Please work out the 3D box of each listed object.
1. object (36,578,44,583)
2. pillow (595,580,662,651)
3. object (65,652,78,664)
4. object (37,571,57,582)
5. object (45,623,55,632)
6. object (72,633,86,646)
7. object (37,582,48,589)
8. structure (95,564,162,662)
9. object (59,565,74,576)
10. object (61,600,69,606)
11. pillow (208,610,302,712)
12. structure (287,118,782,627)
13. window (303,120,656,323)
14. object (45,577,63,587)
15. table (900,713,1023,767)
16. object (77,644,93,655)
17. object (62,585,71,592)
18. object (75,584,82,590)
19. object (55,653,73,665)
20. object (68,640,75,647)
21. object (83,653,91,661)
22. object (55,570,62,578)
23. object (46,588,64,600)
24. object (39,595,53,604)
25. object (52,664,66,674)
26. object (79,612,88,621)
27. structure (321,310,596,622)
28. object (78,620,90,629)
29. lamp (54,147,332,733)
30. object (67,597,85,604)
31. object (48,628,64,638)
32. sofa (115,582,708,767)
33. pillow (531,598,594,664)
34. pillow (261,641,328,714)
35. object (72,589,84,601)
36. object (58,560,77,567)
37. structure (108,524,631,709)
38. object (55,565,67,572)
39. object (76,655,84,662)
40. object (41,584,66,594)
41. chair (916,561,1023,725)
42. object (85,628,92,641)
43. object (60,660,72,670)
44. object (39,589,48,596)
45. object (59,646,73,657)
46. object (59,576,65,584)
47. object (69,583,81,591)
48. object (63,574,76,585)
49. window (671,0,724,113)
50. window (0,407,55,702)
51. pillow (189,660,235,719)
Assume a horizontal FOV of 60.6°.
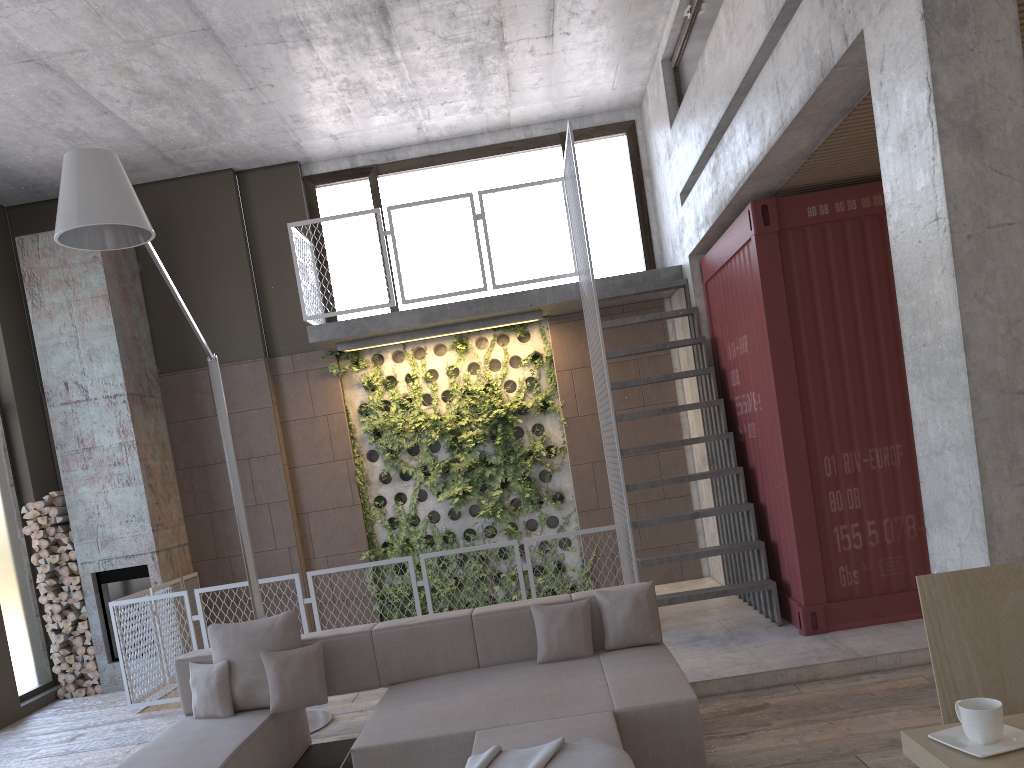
[{"bbox_3d":[-4.698,1.959,8.937,0.067,0.071,0.423,-9,-4,2],"label":"object"},{"bbox_3d":[0.695,1.382,5.227,0.363,0.368,0.186,-9,2,7],"label":"pillow"},{"bbox_3d":[-4.396,2.766,8.973,0.093,0.084,0.479,-9,-4,2],"label":"object"},{"bbox_3d":[-4.642,1.928,8.904,0.091,0.089,0.455,-9,-4,3],"label":"object"},{"bbox_3d":[-4.622,2.446,8.980,0.080,0.107,0.436,-9,-4,1],"label":"object"},{"bbox_3d":[-4.335,2.579,8.893,0.098,0.107,0.294,-9,-4,0],"label":"object"},{"bbox_3d":[-4.678,2.023,8.914,0.122,0.068,0.363,-9,-4,0],"label":"object"},{"bbox_3d":[-3.807,2.293,8.807,0.576,0.933,0.056,-9,4,2],"label":"structure"},{"bbox_3d":[-4.446,1.868,8.844,0.098,0.107,0.294,-9,-4,0],"label":"object"},{"bbox_3d":[-4.470,2.200,8.925,0.064,0.074,0.359,-9,-4,-1],"label":"object"},{"bbox_3d":[-1.536,1.676,5.273,0.564,0.560,0.219,-9,3,4],"label":"pillow"},{"bbox_3d":[-0.018,0.280,8.157,3.687,4.338,3.022,-9,1,2],"label":"structure"},{"bbox_3d":[-0.330,-1.621,9.407,3.569,1.762,0.109,-9,4,2],"label":"window"},{"bbox_3d":[-4.583,1.995,8.947,0.115,0.079,0.435,-9,-4,2],"label":"object"},{"bbox_3d":[3.587,0.843,1.630,5.191,0.929,1.009,-9,-1,2],"label":"table"},{"bbox_3d":[-4.295,2.680,8.973,0.092,0.093,0.437,-9,-4,2],"label":"object"},{"bbox_3d":[-4.430,2.054,8.925,0.067,0.067,0.422,-9,-4,2],"label":"object"},{"bbox_3d":[-4.303,2.028,8.813,0.063,0.048,0.250,-9,-4,0],"label":"object"},{"bbox_3d":[-4.489,2.757,8.890,0.071,0.073,0.422,-9,-4,2],"label":"object"},{"bbox_3d":[-4.439,2.633,9.033,0.104,0.102,0.292,-9,-4,2],"label":"object"},{"bbox_3d":[-4.240,2.749,8.970,0.067,0.067,0.422,-9,-4,2],"label":"object"},{"bbox_3d":[-4.550,1.922,8.985,0.104,0.102,0.292,-9,-4,2],"label":"object"},{"bbox_3d":[-4.580,2.124,8.951,0.091,0.089,0.455,-9,-4,2],"label":"object"},{"bbox_3d":[-4.662,2.166,8.952,0.092,0.092,0.437,-9,-4,2],"label":"object"},{"bbox_3d":[-4.551,2.877,9.001,0.092,0.092,0.437,-9,-4,2],"label":"object"},{"bbox_3d":[-4.266,2.339,8.963,0.115,0.079,0.435,-9,-4,0],"label":"object"},{"bbox_3d":[-0.481,1.027,9.333,2.630,3.842,0.996,-9,3,2],"label":"structure"},{"bbox_3d":[-4.247,2.416,8.944,0.093,0.084,0.479,-9,-4,2],"label":"object"},{"bbox_3d":[-1.787,0.718,5.377,0.753,3.440,2.631,-10,1,-11],"label":"lamp"},{"bbox_3d":[-4.372,2.170,8.916,0.122,0.068,0.363,-9,-4,2],"label":"object"},{"bbox_3d":[-4.618,2.549,8.998,0.070,0.118,0.364,-9,-4,1],"label":"object"},{"bbox_3d":[-0.590,1.758,4.201,2.999,0.788,3.010,-9,-4,2],"label":"sofa"},{"bbox_3d":[0.311,1.479,5.224,0.371,0.361,0.185,-9,2,2],"label":"pillow"},{"bbox_3d":[-1.267,1.729,5.166,0.373,0.374,0.170,-9,2,-25],"label":"pillow"},{"bbox_3d":[-4.299,2.104,8.819,0.101,0.103,0.292,-9,-4,0],"label":"object"},{"bbox_3d":[-4.462,1.796,8.870,0.089,0.057,0.332,-9,-4,2],"label":"object"},{"bbox_3d":[-1.168,2.058,8.398,4.431,0.938,1.925,-9,-3,2],"label":"structure"},{"bbox_3d":[-4.515,1.847,8.901,0.064,0.074,0.359,-9,-4,3],"label":"object"},{"bbox_3d":[-4.319,2.764,8.973,0.067,0.067,0.422,-9,-4,2],"label":"object"},{"bbox_3d":[-4.600,2.046,8.842,0.071,0.073,0.422,-9,-4,2],"label":"object"},{"bbox_3d":[1.401,1.095,2.205,0.350,1.200,0.717,-9,2,5],"label":"chair"},{"bbox_3d":[-4.211,2.520,8.916,0.064,0.125,0.363,-9,-4,2],"label":"object"},{"bbox_3d":[-4.470,2.834,8.999,0.091,0.089,0.455,-9,-4,2],"label":"object"},{"bbox_3d":[-4.652,2.095,8.930,0.067,0.085,0.424,-9,-4,3],"label":"object"},{"bbox_3d":[-4.472,2.706,8.995,0.115,0.079,0.435,-9,-4,2],"label":"object"},{"bbox_3d":[-4.484,1.968,8.952,0.101,0.087,0.362,-9,-4,2],"label":"object"},{"bbox_3d":[-4.350,2.039,8.922,0.067,0.067,0.422,-9,-4,2],"label":"object"},{"bbox_3d":[-4.406,1.969,8.925,0.092,0.093,0.437,-9,-4,2],"label":"object"},{"bbox_3d":[1.347,-2.930,3.687,0.113,0.607,8.436,-9,-5,1],"label":"window"},{"bbox_3d":[-5.143,0.689,4.355,0.209,4.172,9.206,-9,-3,-1],"label":"window"},{"bbox_3d":[-1.807,1.847,5.262,0.373,0.378,0.148,-9,2,35],"label":"pillow"}]
